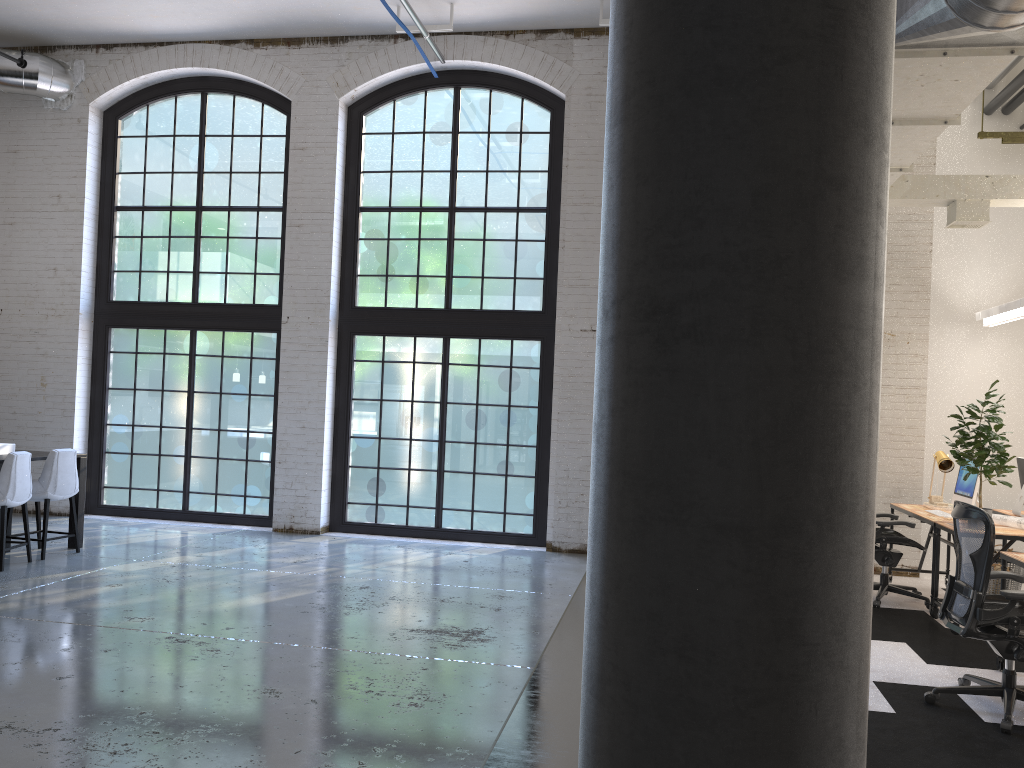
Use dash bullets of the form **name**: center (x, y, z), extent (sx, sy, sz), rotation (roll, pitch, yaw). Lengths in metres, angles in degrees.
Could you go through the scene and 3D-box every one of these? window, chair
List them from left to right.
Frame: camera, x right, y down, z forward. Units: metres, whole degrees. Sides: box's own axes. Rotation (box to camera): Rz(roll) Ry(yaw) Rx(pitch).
- **chair**: center (-4.238, 1.034, 7.238), extent (0.501, 0.984, 0.579), rotation (2, -1, 2)
- **chair**: center (-4.137, 1.051, 7.820), extent (0.501, 0.984, 0.579), rotation (2, -1, 17)
- **window**: center (-3.664, -0.960, 10.253), extent (2.490, 5.178, 0.138), rotation (2, 0, 10)
- **window**: center (-0.702, -0.845, 9.716), extent (2.490, 5.178, 0.138), rotation (2, 0, 10)
- **chair**: center (3.077, 1.236, 7.339), extent (0.792, 1.085, 0.770), rotation (3, -1, -6)
- **chair**: center (2.623, 1.177, 4.695), extent (0.792, 1.085, 0.770), rotation (3, -1, -6)

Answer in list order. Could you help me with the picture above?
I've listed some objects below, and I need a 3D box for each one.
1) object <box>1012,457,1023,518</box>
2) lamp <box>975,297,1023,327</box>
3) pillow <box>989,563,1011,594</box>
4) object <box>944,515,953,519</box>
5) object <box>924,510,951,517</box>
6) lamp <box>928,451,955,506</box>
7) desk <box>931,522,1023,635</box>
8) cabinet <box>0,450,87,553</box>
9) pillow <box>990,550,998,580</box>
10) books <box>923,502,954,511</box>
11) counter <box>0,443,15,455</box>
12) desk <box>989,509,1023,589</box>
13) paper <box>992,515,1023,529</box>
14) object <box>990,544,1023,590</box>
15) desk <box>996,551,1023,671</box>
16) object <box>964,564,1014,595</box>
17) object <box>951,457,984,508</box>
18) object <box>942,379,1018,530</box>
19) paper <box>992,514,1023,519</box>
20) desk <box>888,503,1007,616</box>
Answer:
- **object**: center (4.287, 0.861, 7.353), extent (0.189, 0.485, 0.484), rotation (2, -1, 10)
- **lamp**: center (3.777, -2.020, 4.561), extent (0.226, 2.864, 7.304), rotation (2, -1, 10)
- **pillow**: center (3.747, 1.590, 6.836), extent (0.119, 0.406, 0.239), rotation (2, -1, 11)
- **object**: center (3.432, 1.041, 6.932), extent (0.106, 0.029, 0.059), rotation (2, -1, 11)
- **object**: center (3.497, 1.058, 7.253), extent (0.118, 0.017, 0.439), rotation (2, -1, 10)
- **lamp**: center (3.725, 0.816, 7.703), extent (0.126, 0.470, 0.344), rotation (2, -1, 10)
- **desk**: center (3.811, 1.421, 6.310), extent (1.400, 0.724, 0.529), rotation (2, -1, 10)
- **cabinet**: center (-4.882, 1.037, 7.038), extent (1.370, 0.910, 2.692), rotation (2, -1, 10)
- **pillow**: center (4.196, 1.629, 7.696), extent (0.119, 0.406, 0.239), rotation (2, -1, 11)
- **books**: center (3.752, 1.069, 7.745), extent (0.225, 0.038, 0.309), rotation (2, -1, 10)
- **counter**: center (-5.097, 0.525, 6.839), extent (0.977, 0.095, 2.294), rotation (2, -1, 10)
- **desk**: center (4.394, 1.467, 7.188), extent (0.529, 0.724, 1.401), rotation (2, -1, 10)
- **paper**: center (3.703, 1.017, 6.493), extent (0.083, 0.082, 1.134), rotation (3, -1, -15)
- **object**: center (4.274, 1.619, 7.677), extent (0.353, 0.435, 0.359), rotation (2, -1, 7)
- **desk**: center (3.108, 1.376, 4.702), extent (0.529, 0.724, 1.401), rotation (2, -1, 10)
- **object**: center (3.671, 1.574, 6.854), extent (0.353, 0.435, 0.359), rotation (2, -1, 7)
- **object**: center (3.721, 0.833, 7.190), extent (0.189, 0.485, 0.484), rotation (2, -1, 10)
- **object**: center (3.359, 0.503, 6.380), extent (0.438, 1.077, 0.514), rotation (2, -1, 1)
- **paper**: center (3.867, 1.023, 6.463), extent (0.083, 0.082, 1.134), rotation (3, -1, -25)
- **desk**: center (3.563, 1.434, 7.346), extent (0.529, 0.724, 1.401), rotation (2, -1, 10)
